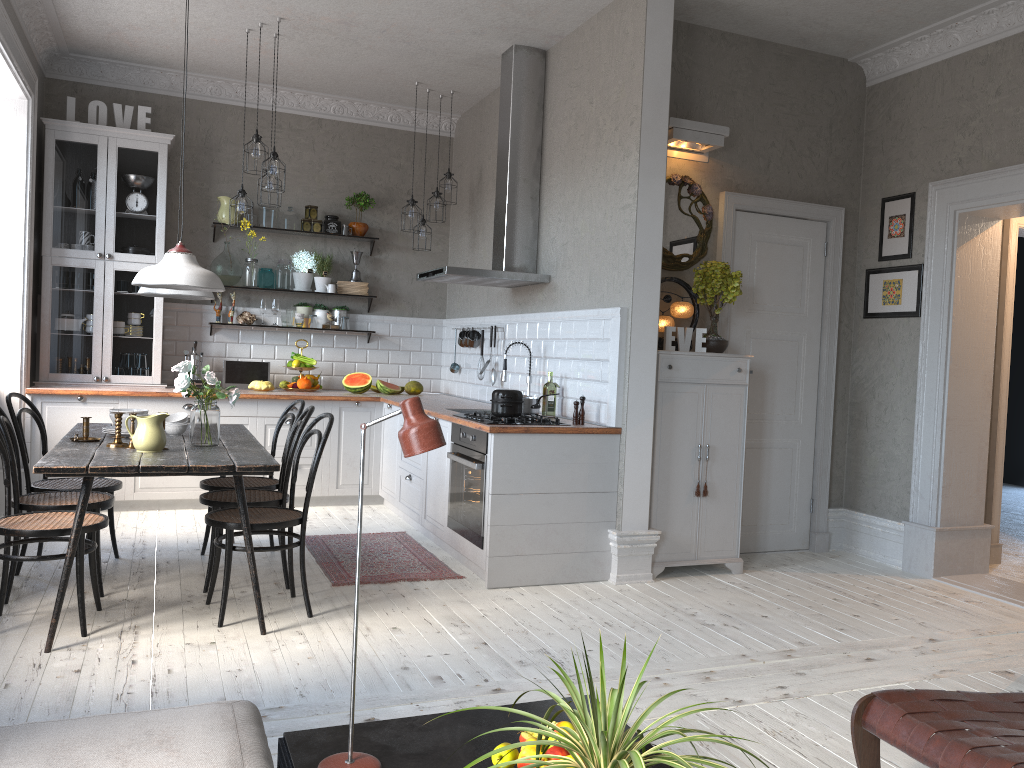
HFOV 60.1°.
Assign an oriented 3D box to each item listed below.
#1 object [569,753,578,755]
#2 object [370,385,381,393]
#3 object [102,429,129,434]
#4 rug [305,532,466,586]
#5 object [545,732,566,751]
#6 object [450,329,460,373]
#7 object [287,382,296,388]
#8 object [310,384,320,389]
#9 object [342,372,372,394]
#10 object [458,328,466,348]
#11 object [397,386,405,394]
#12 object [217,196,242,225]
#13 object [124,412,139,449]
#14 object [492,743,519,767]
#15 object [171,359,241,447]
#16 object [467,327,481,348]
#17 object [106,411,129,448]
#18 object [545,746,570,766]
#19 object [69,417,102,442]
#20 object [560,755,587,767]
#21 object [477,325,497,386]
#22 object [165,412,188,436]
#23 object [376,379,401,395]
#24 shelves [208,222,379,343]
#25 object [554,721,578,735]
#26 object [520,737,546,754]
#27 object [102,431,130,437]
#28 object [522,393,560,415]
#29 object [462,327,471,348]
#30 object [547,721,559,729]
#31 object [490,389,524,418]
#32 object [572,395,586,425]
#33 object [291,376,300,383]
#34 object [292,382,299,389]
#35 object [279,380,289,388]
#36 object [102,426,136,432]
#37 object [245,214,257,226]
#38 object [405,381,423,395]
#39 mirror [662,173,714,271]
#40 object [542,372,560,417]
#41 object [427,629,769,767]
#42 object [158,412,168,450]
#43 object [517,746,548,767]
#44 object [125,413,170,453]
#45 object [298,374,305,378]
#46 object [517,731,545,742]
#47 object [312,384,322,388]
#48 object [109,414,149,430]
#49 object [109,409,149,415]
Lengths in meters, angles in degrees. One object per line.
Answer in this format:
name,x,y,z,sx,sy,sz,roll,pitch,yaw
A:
object,0.158,0.849,2.043,0.058,0.058,0.057,1,2,-32
object,-1.119,0.044,7.502,0.201,0.067,0.102,2,2,-17
object,-1.939,0.242,4.477,0.232,0.027,0.242,4,2,35
rug,-0.813,1.014,5.257,0.748,0.014,1.269,2,2,-22
object,0.104,0.845,2.071,0.060,0.058,0.062,3,2,22
object,-0.472,-0.278,7.388,0.078,0.378,0.081,2,2,-22
object,-1.779,0.011,7.146,0.085,0.057,0.088,3,2,10
object,-1.603,0.027,7.179,0.088,0.051,0.069,3,2,25
object,-1.259,-0.006,7.203,0.236,0.174,0.217,3,2,-1
object,-0.379,-0.374,7.144,0.109,0.161,0.135,2,2,-10
object,-0.973,0.049,7.461,0.118,0.073,0.204,4,2,31
object,-2.243,-1.371,7.047,0.192,0.216,0.172,2,2,-9
object,-1.712,0.205,3.995,0.062,0.172,0.062,3,2,-1
object,-0.018,0.844,2.008,0.058,0.055,0.069,4,2,35
object,-1.450,0.089,4.192,0.317,0.414,0.247,2,2,-24
object,-0.295,-0.362,6.906,0.109,0.161,0.136,2,2,-5
object,-1.795,0.200,4.037,0.098,0.172,0.094,1,2,-41
object,0.103,0.849,2.003,0.059,0.056,0.059,1,2,-36
object,-2.019,0.214,4.198,0.142,0.112,0.136,1,2,-40
object,0.132,0.847,1.940,0.071,0.066,0.070,2,2,-7
object,-0.189,-0.212,6.564,0.082,0.443,0.324,2,2,-21
object,-1.750,0.209,4.602,0.125,0.119,0.127,2,2,-7
object,-1.001,0.028,7.261,0.229,0.127,0.145,1,2,-40
shelves,-1.794,-0.796,7.326,1.337,0.923,0.225,2,2,-23
object,0.128,0.843,2.130,0.061,0.062,0.062,1,2,-41
object,0.049,0.844,2.038,0.058,0.058,0.057,1,2,-40
object,-1.939,0.251,4.478,0.238,0.027,0.236,2,2,-5
object,0.141,0.111,5.191,0.301,0.134,0.176,3,2,12
object,-0.332,-0.368,7.026,0.110,0.161,0.135,2,2,-20
object,0.111,0.853,2.198,0.048,0.036,0.060,2,2,-11
object,-0.028,0.106,4.873,0.194,0.147,0.189,1,3,-43
object,0.376,0.144,4.959,0.074,0.167,0.035,2,2,-23
object,-1.754,-0.028,7.250,0.078,0.076,0.154,3,2,4
object,-1.771,0.020,7.167,0.071,0.076,0.224,1,2,-40
object,-1.829,0.005,7.163,0.076,0.072,0.152,3,2,8
object,-1.938,0.234,4.477,0.237,0.027,0.237,3,2,0
object,-2.117,-1.316,7.166,0.105,0.111,0.101,2,2,-23
object,-0.827,0.032,7.470,0.130,0.119,0.207,4,2,31
mirror,1.012,-0.988,5.409,0.541,0.593,0.070,2,2,-23
object,0.246,0.065,5.469,0.091,0.282,0.080,2,2,-22
object,0.190,0.688,1.728,0.734,0.420,0.660,2,2,-5
object,-1.584,0.213,4.012,0.060,0.167,0.059,2,2,-9
object,0.045,0.842,1.967,0.068,0.066,0.069,2,2,-18
object,-1.605,0.213,3.914,0.133,0.170,0.152,4,2,29
object,-1.721,-0.038,7.256,0.087,0.093,0.085,2,2,-26
object,0.049,0.851,2.114,0.065,0.039,0.065,2,2,-17
object,-1.663,0.011,7.283,0.215,0.044,0.054,3,2,15
object,-1.937,0.198,4.476,0.183,0.094,0.176,1,2,-31
object,-1.936,0.178,4.475,0.183,0.094,0.176,1,2,-31
